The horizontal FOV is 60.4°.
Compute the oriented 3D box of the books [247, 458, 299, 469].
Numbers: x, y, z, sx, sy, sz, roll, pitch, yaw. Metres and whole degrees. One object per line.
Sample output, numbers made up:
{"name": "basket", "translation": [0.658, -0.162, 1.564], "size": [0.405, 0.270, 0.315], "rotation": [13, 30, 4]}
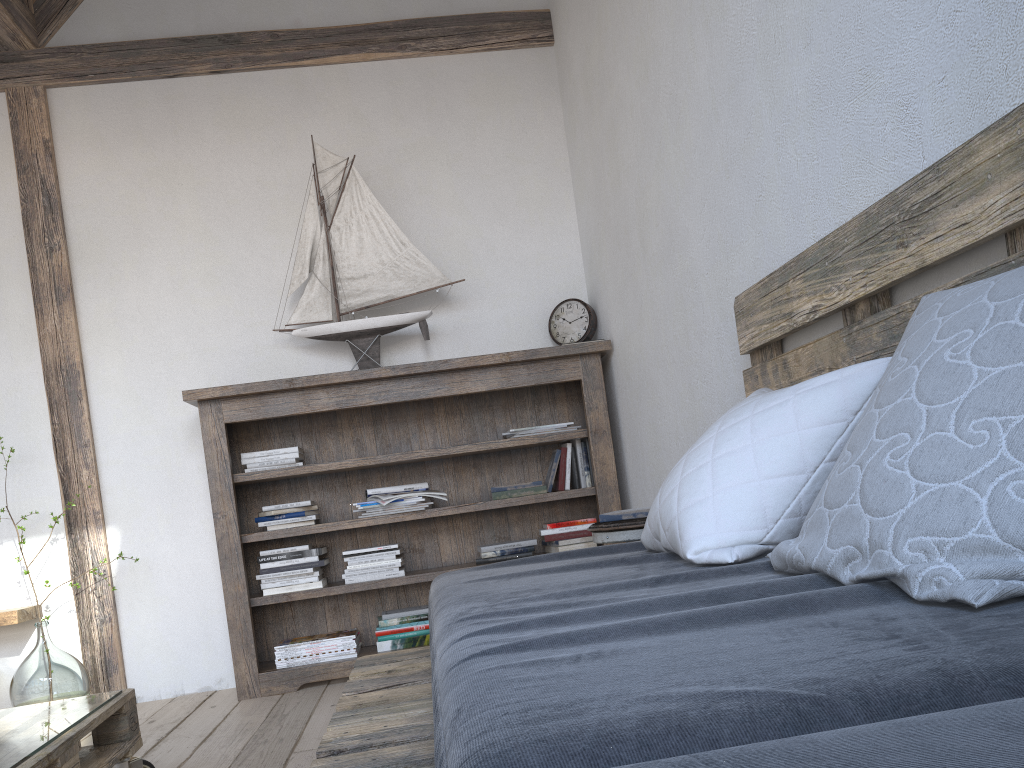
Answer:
{"name": "books", "translation": [-0.937, 0.317, 3.464], "size": [0.184, 0.018, 0.141], "rotation": [-7, -7, -6]}

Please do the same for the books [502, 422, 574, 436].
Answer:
{"name": "books", "translation": [0.102, 0.184, 3.577], "size": [0.257, 0.009, 0.207], "rotation": [-7, -7, -10]}

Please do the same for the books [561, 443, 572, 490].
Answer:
{"name": "books", "translation": [0.219, 0.339, 3.599], "size": [0.050, 0.190, 0.140], "rotation": [-8, -3, -7]}

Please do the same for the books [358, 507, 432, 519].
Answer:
{"name": "books", "translation": [-0.459, 0.508, 3.483], "size": [0.258, 0.009, 0.206], "rotation": [-8, -7, 2]}

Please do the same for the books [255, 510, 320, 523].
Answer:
{"name": "books", "translation": [-0.888, 0.523, 3.481], "size": [0.209, 0.020, 0.147], "rotation": [-9, -7, 9]}

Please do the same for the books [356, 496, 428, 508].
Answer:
{"name": "books", "translation": [-0.473, 0.469, 3.501], "size": [0.258, 0.009, 0.206], "rotation": [-8, -7, 0]}

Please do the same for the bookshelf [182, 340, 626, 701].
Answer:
{"name": "bookshelf", "translation": [-0.356, 0.531, 3.499], "size": [1.621, 1.172, 0.349], "rotation": [-7, -1, -6]}

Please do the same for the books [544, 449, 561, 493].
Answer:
{"name": "books", "translation": [0.163, 0.356, 3.592], "size": [0.082, 0.171, 0.132], "rotation": [-8, -3, -6]}

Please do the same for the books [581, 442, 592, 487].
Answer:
{"name": "books", "translation": [0.292, 0.333, 3.605], "size": [0.020, 0.184, 0.140], "rotation": [-8, -3, -7]}

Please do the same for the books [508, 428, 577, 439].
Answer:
{"name": "books", "translation": [0.114, 0.208, 3.573], "size": [0.257, 0.009, 0.207], "rotation": [-6, -7, -12]}

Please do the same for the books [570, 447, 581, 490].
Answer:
{"name": "books", "translation": [0.252, 0.346, 3.605], "size": [0.018, 0.172, 0.117], "rotation": [-8, -2, -7]}

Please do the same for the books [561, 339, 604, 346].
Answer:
{"name": "books", "translation": [0.272, -0.141, 3.626], "size": [0.178, 0.025, 0.238], "rotation": [-7, -7, -6]}

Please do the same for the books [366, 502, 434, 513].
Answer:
{"name": "books", "translation": [-0.438, 0.488, 3.484], "size": [0.257, 0.009, 0.206], "rotation": [-7, -7, -5]}

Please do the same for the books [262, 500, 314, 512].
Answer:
{"name": "books", "translation": [-0.881, 0.483, 3.482], "size": [0.184, 0.018, 0.141], "rotation": [-7, -7, -6]}

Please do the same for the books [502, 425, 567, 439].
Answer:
{"name": "books", "translation": [0.091, 0.195, 3.579], "size": [0.258, 0.009, 0.206], "rotation": [-8, -7, 0]}

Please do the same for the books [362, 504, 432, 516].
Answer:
{"name": "books", "translation": [-0.451, 0.499, 3.484], "size": [0.258, 0.009, 0.206], "rotation": [-8, -7, -2]}

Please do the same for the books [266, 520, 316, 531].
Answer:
{"name": "books", "translation": [-0.871, 0.559, 3.481], "size": [0.184, 0.020, 0.141], "rotation": [-6, -7, -11]}

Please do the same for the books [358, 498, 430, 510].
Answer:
{"name": "books", "translation": [-0.462, 0.475, 3.490], "size": [0.258, 0.009, 0.206], "rotation": [-8, -7, 0]}

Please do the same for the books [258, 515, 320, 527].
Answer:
{"name": "books", "translation": [-0.878, 0.541, 3.482], "size": [0.219, 0.017, 0.158], "rotation": [-7, -7, -6]}

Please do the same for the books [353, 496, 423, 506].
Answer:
{"name": "books", "translation": [-0.480, 0.462, 3.506], "size": [0.258, 0.009, 0.206], "rotation": [-8, -7, 5]}

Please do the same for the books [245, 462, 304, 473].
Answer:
{"name": "books", "translation": [-0.936, 0.337, 3.484], "size": [0.219, 0.017, 0.159], "rotation": [-6, -7, -11]}

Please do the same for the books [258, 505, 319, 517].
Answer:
{"name": "books", "translation": [-0.885, 0.502, 3.479], "size": [0.198, 0.021, 0.134], "rotation": [-2, -9, -40]}

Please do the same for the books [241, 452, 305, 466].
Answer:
{"name": "books", "translation": [-0.943, 0.299, 3.483], "size": [0.218, 0.021, 0.159], "rotation": [-7, -7, -6]}

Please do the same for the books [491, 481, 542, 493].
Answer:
{"name": "books", "translation": [0.016, 0.418, 3.567], "size": [0.204, 0.021, 0.151], "rotation": [-7, -7, -2]}

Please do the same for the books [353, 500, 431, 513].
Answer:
{"name": "books", "translation": [-0.473, 0.486, 3.494], "size": [0.259, 0.009, 0.205], "rotation": [-9, -7, 10]}

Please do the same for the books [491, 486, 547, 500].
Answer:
{"name": "books", "translation": [0.027, 0.443, 3.573], "size": [0.218, 0.030, 0.163], "rotation": [-7, -7, -3]}

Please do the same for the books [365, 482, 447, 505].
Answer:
{"name": "books", "translation": [-0.422, 0.440, 3.480], "size": [0.259, 0.088, 0.224], "rotation": [-5, -7, -26]}

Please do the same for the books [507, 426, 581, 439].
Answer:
{"name": "books", "translation": [0.127, 0.198, 3.575], "size": [0.257, 0.009, 0.207], "rotation": [-6, -7, -15]}

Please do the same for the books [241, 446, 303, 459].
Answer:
{"name": "books", "translation": [-0.947, 0.278, 3.490], "size": [0.218, 0.021, 0.159], "rotation": [-7, -7, -6]}

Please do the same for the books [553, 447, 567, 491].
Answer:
{"name": "books", "translation": [0.196, 0.350, 3.592], "size": [0.059, 0.175, 0.140], "rotation": [-8, -3, -8]}

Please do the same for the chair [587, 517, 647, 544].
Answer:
{"name": "chair", "translation": [0.414, 0.616, 2.406], "size": [0.353, 0.519, 0.355], "rotation": [-8, -2, -3]}

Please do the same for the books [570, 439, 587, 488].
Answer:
{"name": "books", "translation": [0.272, 0.328, 3.602], "size": [0.021, 0.200, 0.136], "rotation": [-8, -2, -7]}
